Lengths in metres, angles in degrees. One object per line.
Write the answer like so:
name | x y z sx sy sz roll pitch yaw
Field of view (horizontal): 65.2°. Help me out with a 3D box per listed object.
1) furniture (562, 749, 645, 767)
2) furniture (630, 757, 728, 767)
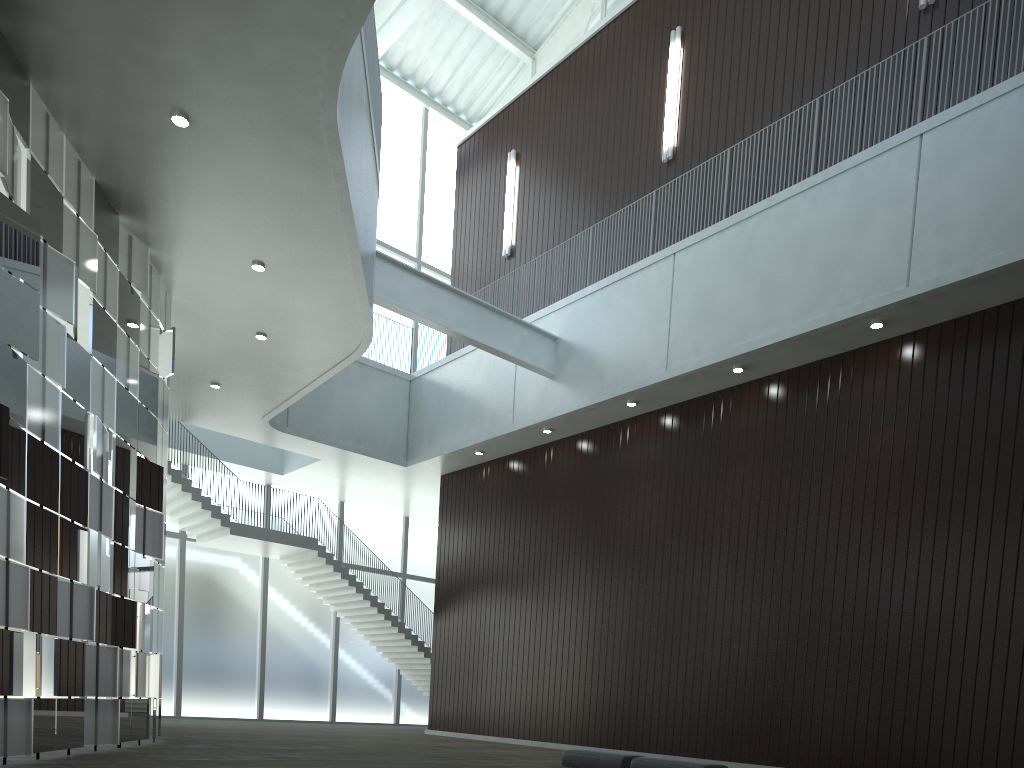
furniture | 4.545 18.621 39.374 2.213 1.038 4.118 16 -24 -37
furniture | 7.487 17.425 35.961 2.213 1.038 4.118 16 -24 -37
